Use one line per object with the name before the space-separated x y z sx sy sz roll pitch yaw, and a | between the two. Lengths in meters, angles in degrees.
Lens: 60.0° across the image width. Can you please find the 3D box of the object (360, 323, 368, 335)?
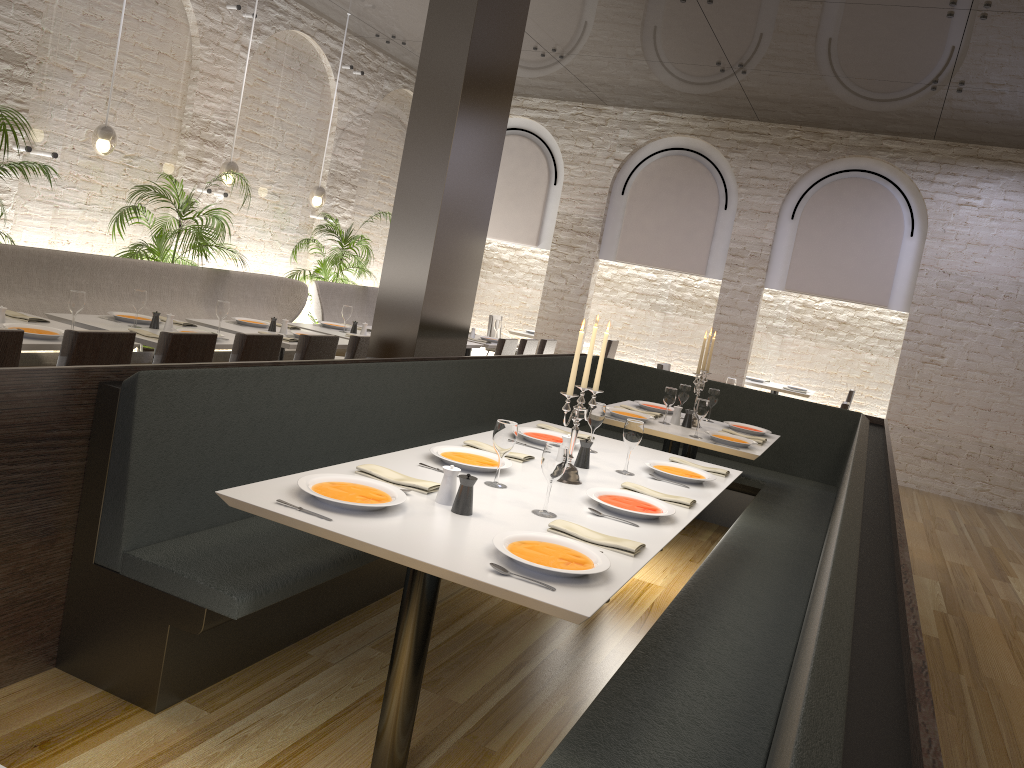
object | -1.281 -0.480 7.680 0.059 0.109 0.060 8 6 -33

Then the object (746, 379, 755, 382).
object | 3.051 -0.041 11.257 0.186 0.010 0.017 13 7 22

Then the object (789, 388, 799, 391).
object | 3.537 0.073 11.056 0.182 0.015 0.038 14 7 23

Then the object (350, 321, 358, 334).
object | -1.362 -0.493 7.664 0.059 0.109 0.060 8 6 -33

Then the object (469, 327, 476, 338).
object | -0.429 -0.569 9.756 0.059 0.109 0.060 8 6 -33

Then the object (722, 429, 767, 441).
object | 1.492 0.333 5.691 0.274 0.033 0.143 13 7 22

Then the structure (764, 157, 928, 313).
structure | 3.937 -1.804 10.326 1.638 1.669 0.098 13 5 22

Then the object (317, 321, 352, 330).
object | -1.565 -0.511 7.821 0.321 0.036 0.323 7 8 -31

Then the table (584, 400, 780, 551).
table | 1.061 0.634 5.804 1.104 0.757 1.189 13 7 22

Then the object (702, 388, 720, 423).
object | 1.385 0.148 6.152 0.086 0.230 0.086 10 5 -8

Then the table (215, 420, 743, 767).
table | 0.091 0.736 3.438 1.104 0.757 2.540 13 7 21

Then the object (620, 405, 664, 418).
object | 0.871 0.183 5.953 0.274 0.033 0.143 13 7 22

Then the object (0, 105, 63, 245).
object | -3.678 -0.869 5.779 1.185 1.968 1.152 7 6 -37

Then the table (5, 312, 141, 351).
table | -2.702 0.072 4.558 0.939 0.757 1.011 13 6 22

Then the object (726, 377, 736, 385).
object | 1.868 0.063 7.614 0.086 0.230 0.087 7 6 -38

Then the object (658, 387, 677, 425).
object | 0.990 0.138 5.620 0.086 0.230 0.086 8 6 -32

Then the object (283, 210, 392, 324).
object | -1.968 -1.044 9.913 1.145 1.968 1.192 11 5 2

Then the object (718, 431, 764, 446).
object | 1.433 0.339 5.548 0.274 0.033 0.143 13 7 22

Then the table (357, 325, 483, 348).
table | -0.973 -0.110 8.771 0.939 0.757 1.011 13 6 22

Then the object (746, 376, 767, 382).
object | 3.126 -0.057 11.425 0.321 0.036 0.324 6 8 -33

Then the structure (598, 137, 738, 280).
structure | 2.016 -2.263 11.114 1.638 1.669 0.098 13 5 22

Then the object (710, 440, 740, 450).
object | 1.232 0.351 5.135 0.182 0.015 0.038 14 7 23

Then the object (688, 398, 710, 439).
object | 1.113 0.205 5.259 0.086 0.230 0.086 8 6 -32

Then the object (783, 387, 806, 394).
object | 3.474 0.080 10.891 0.274 0.033 0.143 13 7 22

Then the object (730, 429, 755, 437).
object | 1.515 0.321 5.827 0.182 0.015 0.038 14 7 23

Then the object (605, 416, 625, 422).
object | 0.643 0.216 5.352 0.186 0.010 0.017 13 7 22

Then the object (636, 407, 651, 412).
object | 0.937 0.185 6.069 0.186 0.010 0.017 13 7 22

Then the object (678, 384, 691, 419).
object | 1.162 0.120 6.040 0.086 0.230 0.086 8 6 -32

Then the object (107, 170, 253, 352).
object | -2.917 -0.950 7.640 1.142 1.968 1.195 8 6 -28

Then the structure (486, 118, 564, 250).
structure | -0.033 -2.752 11.955 1.638 1.669 0.098 13 5 22

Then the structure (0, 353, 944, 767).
structure | -0.467 0.685 1.965 2.379 0.997 10.754 13 7 21

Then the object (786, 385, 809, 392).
object | 3.613 0.059 11.223 0.321 0.036 0.324 6 8 -33

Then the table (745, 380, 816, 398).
table | 3.300 0.388 11.355 0.939 0.757 1.011 13 6 22

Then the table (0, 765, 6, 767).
table | -1.308 0.882 0.029 1.104 0.757 2.540 13 7 21

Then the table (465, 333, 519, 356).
table | -0.540 -0.155 9.826 0.939 0.757 1.011 13 6 22

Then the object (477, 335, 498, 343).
object | -0.227 -0.483 9.695 0.321 0.036 0.323 7 8 -31

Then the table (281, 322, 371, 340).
table | -1.392 -0.066 7.751 0.939 0.757 1.011 13 6 22

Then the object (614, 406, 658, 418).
object | 0.812 0.190 5.810 0.274 0.033 0.143 13 7 22

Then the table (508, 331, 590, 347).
table | 0.489 -0.284 12.507 0.939 0.757 1.011 13 6 22

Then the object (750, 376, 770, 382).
object | 3.271 -0.060 11.735 0.274 0.033 0.143 13 7 22

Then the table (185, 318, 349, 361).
table | -1.816 -0.021 6.716 0.939 0.757 1.011 13 6 22

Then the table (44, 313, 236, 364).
table | -2.261 0.025 5.632 0.939 0.757 1.011 13 6 22

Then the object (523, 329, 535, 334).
object | 0.316 -0.729 12.578 0.321 0.036 0.324 6 8 -33
